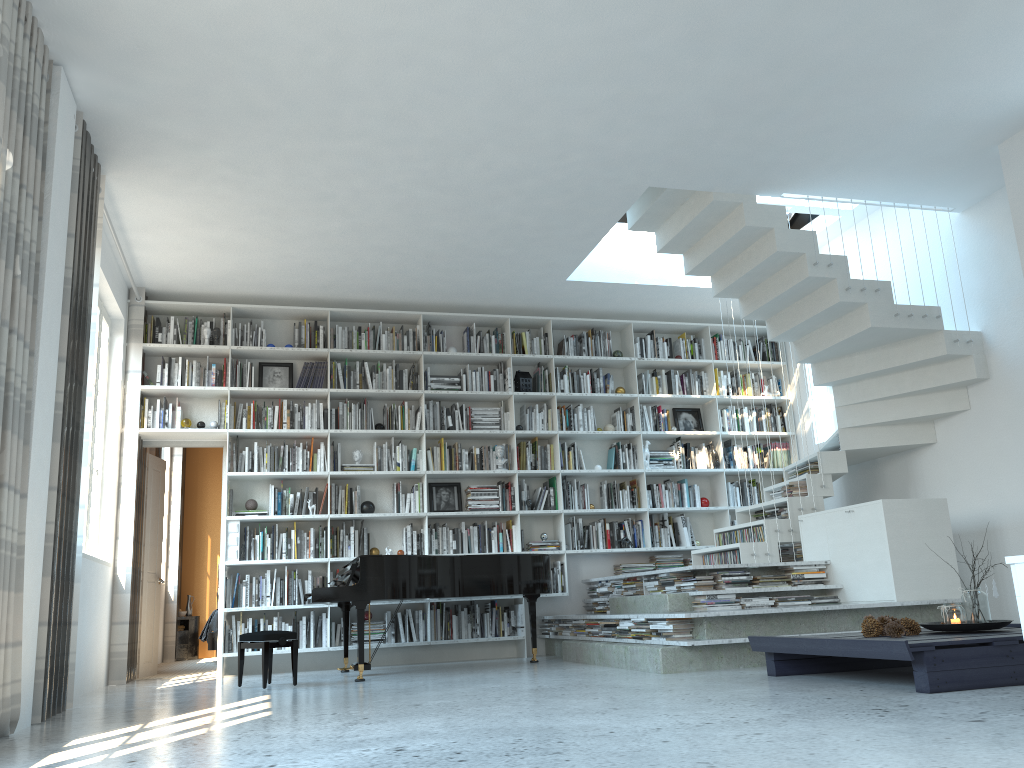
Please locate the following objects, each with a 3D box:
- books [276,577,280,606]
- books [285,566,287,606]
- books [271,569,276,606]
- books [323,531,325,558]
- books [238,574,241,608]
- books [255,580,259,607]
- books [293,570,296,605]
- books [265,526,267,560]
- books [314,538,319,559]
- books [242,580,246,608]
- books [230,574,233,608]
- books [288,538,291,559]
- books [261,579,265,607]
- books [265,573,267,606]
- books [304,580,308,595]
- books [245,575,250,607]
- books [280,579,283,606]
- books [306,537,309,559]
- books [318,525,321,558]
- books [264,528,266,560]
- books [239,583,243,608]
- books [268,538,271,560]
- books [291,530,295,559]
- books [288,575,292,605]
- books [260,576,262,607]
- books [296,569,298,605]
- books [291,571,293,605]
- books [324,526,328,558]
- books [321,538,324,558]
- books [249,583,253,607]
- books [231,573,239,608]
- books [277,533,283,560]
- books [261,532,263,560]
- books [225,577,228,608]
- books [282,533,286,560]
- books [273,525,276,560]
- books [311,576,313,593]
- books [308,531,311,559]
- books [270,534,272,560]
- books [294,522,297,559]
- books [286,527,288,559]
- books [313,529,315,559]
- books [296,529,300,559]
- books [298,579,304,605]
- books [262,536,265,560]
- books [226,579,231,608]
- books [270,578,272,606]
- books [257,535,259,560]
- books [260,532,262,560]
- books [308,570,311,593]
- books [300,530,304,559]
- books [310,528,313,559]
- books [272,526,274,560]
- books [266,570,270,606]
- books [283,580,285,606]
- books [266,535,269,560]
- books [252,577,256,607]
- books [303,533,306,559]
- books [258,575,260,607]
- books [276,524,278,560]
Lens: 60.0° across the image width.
[{"bbox_3d":[-1.977,1.756,7.489,0.031,0.238,0.132,1,-14,-15],"label":"books"},{"bbox_3d":[-1.912,1.709,7.493,0.014,0.324,0.171,1,-14,-15],"label":"books"},{"bbox_3d":[-2.007,1.717,7.468,0.039,0.306,0.172,1,-14,-15],"label":"books"},{"bbox_3d":[-1.624,1.397,7.660,0.010,0.239,0.175,1,-14,-15],"label":"books"},{"bbox_3d":[-2.278,1.733,7.408,0.010,0.273,0.150,1,-14,-15],"label":"books"},{"bbox_3d":[-2.134,1.754,7.418,0.028,0.222,0.189,1,-14,-15],"label":"books"},{"bbox_3d":[-1.846,1.731,7.524,0.022,0.290,0.138,1,-14,-15],"label":"books"},{"bbox_3d":[-2.087,1.363,7.527,0.007,0.285,0.182,1,-14,-15],"label":"books"},{"bbox_3d":[-1.687,1.427,7.649,0.041,0.181,0.142,1,-14,-15],"label":"books"},{"bbox_3d":[-2.232,1.754,7.393,0.022,0.220,0.188,1,-14,-15],"label":"books"},{"bbox_3d":[-2.331,1.723,7.365,0.011,0.276,0.189,1,-14,-15],"label":"books"},{"bbox_3d":[-1.902,1.418,7.571,0.029,0.181,0.190,1,-14,-15],"label":"books"},{"bbox_3d":[-2.088,1.755,7.442,0.028,0.228,0.158,1,-14,-15],"label":"books"},{"bbox_3d":[-2.075,1.738,7.471,0.013,0.273,0.146,1,-14,-15],"label":"books"},{"bbox_3d":[-1.754,1.780,7.554,0.030,0.202,0.142,1,-14,-15],"label":"books"},{"bbox_3d":[-2.210,1.734,7.411,0.029,0.265,0.172,1,-14,-15],"label":"books"},{"bbox_3d":[-1.948,1.762,7.492,0.028,0.224,0.134,1,-14,-15],"label":"books"},{"bbox_3d":[-1.762,1.420,7.633,0.023,0.193,0.140,1,-14,-15],"label":"books"},{"bbox_3d":[-1.658,1.372,7.650,0.014,0.285,0.180,1,-14,-15],"label":"books"},{"bbox_3d":[-2.101,1.372,7.546,0.009,0.277,0.158,1,-14,-15],"label":"books"},{"bbox_3d":[-2.260,1.770,7.404,0.024,0.197,0.148,1,-14,-15],"label":"books"},{"bbox_3d":[-2.060,1.411,7.525,0.016,0.188,0.184,1,-14,-15],"label":"books"},{"bbox_3d":[-1.880,1.386,7.596,0.026,0.253,0.177,1,-14,-15],"label":"books"},{"bbox_3d":[-1.885,1.751,7.518,0.029,0.254,0.153,1,-14,-15],"label":"books"},{"bbox_3d":[-2.104,1.740,7.427,0.010,0.252,0.178,1,-14,-15],"label":"books"},{"bbox_3d":[-1.828,1.726,7.525,0.013,0.300,0.173,1,-14,-15],"label":"books"},{"bbox_3d":[-1.866,1.737,7.530,0.013,0.283,0.139,1,-14,-15],"label":"books"},{"bbox_3d":[-1.614,1.383,7.690,0.024,0.279,0.136,1,-14,-15],"label":"books"},{"bbox_3d":[-1.646,1.429,7.674,0.023,0.186,0.130,1,-14,-15],"label":"books"},{"bbox_3d":[-2.187,1.772,7.430,0.025,0.199,0.137,1,-14,-15],"label":"books"},{"bbox_3d":[-2.303,1.722,7.382,0.052,0.283,0.172,1,-14,-15],"label":"books"},{"bbox_3d":[-1.985,1.400,7.581,0.045,0.229,0.138,1,-14,-15],"label":"books"},{"bbox_3d":[-2.118,1.382,7.514,0.009,0.244,0.185,1,-14,-15],"label":"books"},{"bbox_3d":[-2.377,1.740,7.380,0.012,0.253,0.161,1,-14,-15],"label":"books"},{"bbox_3d":[-1.946,1.397,7.575,0.027,0.229,0.159,1,-14,-15],"label":"books"},{"bbox_3d":[-2.021,1.358,7.549,0.019,0.299,0.180,1,-14,-15],"label":"books"},{"bbox_3d":[-1.702,1.754,7.537,0.011,0.239,0.175,1,-14,-15],"label":"books"},{"bbox_3d":[-1.745,1.394,7.639,0.010,0.245,0.160,1,-14,-15],"label":"books"},{"bbox_3d":[-2.054,1.399,7.566,0.016,0.230,0.136,1,-14,-15],"label":"books"},{"bbox_3d":[-1.861,1.353,7.607,0.021,0.322,0.172,1,-14,-15],"label":"books"},{"bbox_3d":[-1.927,1.371,7.585,0.014,0.281,0.150,1,-14,-15],"label":"books"},{"bbox_3d":[-1.715,1.389,7.651,0.013,0.259,0.143,1,-14,-15],"label":"books"},{"bbox_3d":[-1.833,1.381,7.599,0.028,0.260,0.181,1,-14,-15],"label":"books"},{"bbox_3d":[-1.792,1.768,7.527,0.059,0.215,0.178,1,-14,-15],"label":"books"},{"bbox_3d":[-2.114,1.407,7.543,0.016,0.210,0.146,1,-14,-15],"label":"books"},{"bbox_3d":[-2.353,1.745,7.370,0.029,0.238,0.154,1,-14,-15],"label":"books"},{"bbox_3d":[-2.034,1.758,7.472,0.012,0.232,0.149,1,-14,-15],"label":"books"},{"bbox_3d":[-2.150,1.397,7.509,0.015,0.216,0.180,1,-14,-15],"label":"books"},{"bbox_3d":[-2.133,1.386,7.524,0.014,0.242,0.171,1,-14,-15],"label":"books"},{"bbox_3d":[-1.728,1.737,7.563,0.025,0.287,0.131,1,-14,-15],"label":"books"},{"bbox_3d":[-1.807,1.389,7.610,0.028,0.248,0.159,1,-14,-15],"label":"books"},{"bbox_3d":[-1.726,1.381,7.630,0.021,0.265,0.186,1,-14,-15],"label":"books"},{"bbox_3d":[-2.044,1.367,7.579,0.009,0.298,0.141,1,-14,-15],"label":"books"},{"bbox_3d":[-2.054,1.724,7.472,0.027,0.298,0.142,1,-14,-15],"label":"books"},{"bbox_3d":[-1.927,1.770,7.495,0.013,0.208,0.155,1,-14,-15],"label":"books"},{"bbox_3d":[-2.077,1.397,7.528,0.015,0.218,0.190,1,-14,-15],"label":"books"},{"bbox_3d":[-2.167,1.750,7.446,0.022,0.247,0.134,1,-14,-15],"label":"books"},{"bbox_3d":[-1.785,1.402,7.628,0.025,0.228,0.153,1,-14,-15],"label":"books"},{"bbox_3d":[-2.116,1.739,7.429,0.013,0.256,0.190,1,-14,-15],"label":"books"},{"bbox_3d":[-2.010,1.358,7.565,0.012,0.305,0.190,1,-14,-15],"label":"books"}]
